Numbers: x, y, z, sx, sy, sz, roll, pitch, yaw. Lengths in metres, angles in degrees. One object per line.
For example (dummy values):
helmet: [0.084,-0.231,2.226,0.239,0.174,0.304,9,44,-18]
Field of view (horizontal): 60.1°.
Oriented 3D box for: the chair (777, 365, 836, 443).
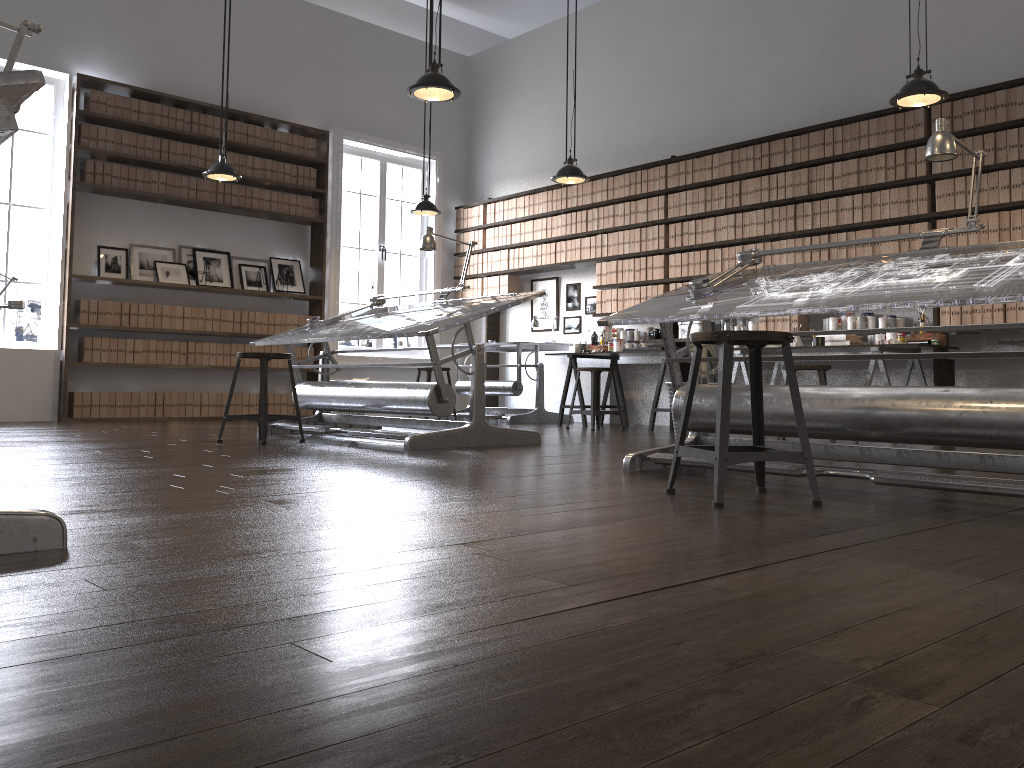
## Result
chair: [1.971,0.139,5.929,0.371,0.529,0.357,0,-2,21]

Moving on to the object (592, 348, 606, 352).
object: [0.787,-0.300,8.090,0.132,0.051,0.197,1,0,-13]

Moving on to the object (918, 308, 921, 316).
object: [2.825,-0.450,6.123,0.007,0.214,0.055,3,-4,-35]

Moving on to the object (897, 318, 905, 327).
object: [2.865,-0.435,6.531,0.062,0.096,0.061,1,-2,-10]

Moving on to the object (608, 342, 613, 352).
object: [0.910,-0.329,8.178,0.049,0.112,0.049,-2,-4,44]

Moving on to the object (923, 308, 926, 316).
object: [2.835,-0.438,6.107,0.008,0.187,0.071,1,-3,0]

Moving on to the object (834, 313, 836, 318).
object: [2.533,-0.473,6.912,0.009,0.169,0.041,3,-4,-39]

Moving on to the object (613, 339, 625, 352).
object: [0.984,-0.342,8.156,0.105,0.142,0.104,-1,-3,40]

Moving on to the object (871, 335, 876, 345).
object: [2.631,-0.307,6.413,0.063,0.094,0.062,1,-2,-1]

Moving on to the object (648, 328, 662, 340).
object: [1.314,-0.457,8.160,0.091,0.109,0.170,3,-2,-42]

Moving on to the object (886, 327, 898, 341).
object: [2.699,-0.326,6.253,0.104,0.142,0.105,2,-3,-34]

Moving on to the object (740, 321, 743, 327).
object: [1.943,-0.467,7.453,0.041,0.125,0.008,-1,-4,37]

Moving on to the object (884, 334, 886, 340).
object: [2.682,-0.307,6.384,0.044,0.101,0.045,3,-4,-42]

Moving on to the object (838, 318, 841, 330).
object: [2.517,-0.448,6.847,0.044,0.128,0.045,3,-4,-42]

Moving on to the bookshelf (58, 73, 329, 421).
bookshelf: [-2.998,-0.806,8.512,2.470,3.734,0.412,3,-4,-42]

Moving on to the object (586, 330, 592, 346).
object: [0.727,-0.396,8.436,0.069,0.238,0.068,-2,-4,45]

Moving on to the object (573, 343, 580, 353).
object: [0.617,-0.332,8.427,0.068,0.105,0.068,3,-3,-37]

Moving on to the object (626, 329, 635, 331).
object: [1.135,-0.462,8.489,0.094,0.128,0.094,1,-2,-12]

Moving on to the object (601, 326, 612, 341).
object: [0.918,-0.493,8.563,0.107,0.177,0.106,3,-3,-40]

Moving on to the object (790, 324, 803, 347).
object: [2.223,-0.364,6.930,0.101,0.210,0.101,1,-3,3]

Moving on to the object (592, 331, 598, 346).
object: [0.790,-0.391,8.492,0.069,0.230,0.068,-2,-4,45]

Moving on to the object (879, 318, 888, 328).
object: [2.730,-0.437,6.510,0.062,0.096,0.061,1,-2,-10]

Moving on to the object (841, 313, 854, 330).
object: [2.583,-0.463,6.822,0.095,0.162,0.094,-2,-3,44]

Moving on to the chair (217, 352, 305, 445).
chair: [-1.451,0.085,5.170,0.358,0.529,0.371,0,-3,26]

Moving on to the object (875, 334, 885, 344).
object: [2.635,-0.308,6.343,0.062,0.095,0.061,1,-2,8]

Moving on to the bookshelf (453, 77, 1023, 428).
bookshelf: [2.517,-0.474,6.979,0.373,3.215,9.171,4,-2,-42]

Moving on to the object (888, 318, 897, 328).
object: [2.796,-0.435,6.516,0.062,0.095,0.063,1,-2,-10]

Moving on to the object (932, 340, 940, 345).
object: [2.840,-0.277,5.938,0.049,0.037,0.049,2,-2,-38]

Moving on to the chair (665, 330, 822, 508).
chair: [0.717,0.105,2.776,0.358,0.529,0.371,1,-2,-14]

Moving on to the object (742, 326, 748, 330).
object: [1.986,-0.441,7.510,0.062,0.094,0.063,0,-2,10]

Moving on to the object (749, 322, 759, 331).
object: [2.022,-0.455,7.388,0.094,0.128,0.095,2,-3,-35]

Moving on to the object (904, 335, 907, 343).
object: [2.779,-0.299,6.200,0.059,0.089,0.060,3,-3,-37]

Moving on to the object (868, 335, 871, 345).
object: [2.636,-0.307,6.479,0.062,0.095,0.061,1,-2,-1]

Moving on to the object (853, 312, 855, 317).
object: [2.613,-0.472,6.750,0.029,0.169,0.004,2,-3,-20]

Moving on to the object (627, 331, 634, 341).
object: [1.118,-0.450,8.362,0.062,0.094,0.063,-1,-3,34]

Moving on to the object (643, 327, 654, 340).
object: [1.264,-0.451,8.261,0.107,0.162,0.235,0,-1,14]

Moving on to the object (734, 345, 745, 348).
object: [1.882,-0.344,7.121,0.283,0.161,0.203,2,-2,-42]

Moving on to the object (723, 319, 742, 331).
object: [1.896,-0.532,7.592,0.181,0.272,0.156,-1,-3,32]

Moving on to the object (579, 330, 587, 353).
object: [0.674,-0.393,8.388,0.069,0.230,0.068,-2,-4,45]

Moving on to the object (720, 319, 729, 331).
object: [1.858,-0.483,7.747,0.079,0.189,0.078,-1,-3,27]

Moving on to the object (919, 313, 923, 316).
object: [2.825,-0.424,6.110,0.038,0.154,0.008,0,-3,7]

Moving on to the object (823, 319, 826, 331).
object: [2.472,-0.448,6.942,0.062,0.119,0.061,1,-3,-1]

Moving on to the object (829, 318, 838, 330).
object: [2.471,-0.449,6.805,0.062,0.119,0.061,0,-3,8]

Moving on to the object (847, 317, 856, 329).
object: [2.571,-0.448,6.700,0.062,0.119,0.061,0,-3,16]

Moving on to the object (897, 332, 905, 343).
object: [2.715,-0.312,6.177,0.049,0.112,0.049,3,-4,-38]

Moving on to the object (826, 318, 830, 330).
object: [2.467,-0.448,6.875,0.063,0.118,0.062,1,-3,-1]

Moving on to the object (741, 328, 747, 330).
object: [2.003,-0.438,7.466,0.181,0.094,0.062,1,-2,-28]

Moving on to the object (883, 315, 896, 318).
object: [2.831,-0.447,6.639,0.094,0.130,0.094,-1,-3,35]

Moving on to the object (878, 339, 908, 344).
object: [2.615,-0.283,6.062,0.197,0.051,0.132,1,-1,19]

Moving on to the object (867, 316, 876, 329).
object: [2.701,-0.446,6.658,0.062,0.119,0.061,0,-3,16]

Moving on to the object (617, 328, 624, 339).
object: [1.042,-0.474,8.535,0.070,0.131,0.070,1,-3,-4]

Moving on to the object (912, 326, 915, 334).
object: [2.794,-0.333,6.180,0.005,0.148,0.033,4,-4,-43]

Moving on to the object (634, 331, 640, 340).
object: [1.177,-0.450,8.330,0.062,0.095,0.061,-1,-3,34]

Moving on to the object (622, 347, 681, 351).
object: [1.206,-0.289,7.551,0.311,0.033,0.445,1,0,-42]

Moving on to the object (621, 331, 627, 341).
object: [1.061,-0.451,8.403,0.062,0.095,0.061,-1,-3,34]

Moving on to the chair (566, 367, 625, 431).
chair: [0.702,0.127,7.441,0.358,0.529,0.371,2,-3,-34]

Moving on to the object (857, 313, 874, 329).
object: [2.677,-0.462,6.734,0.205,0.162,0.094,2,-3,-40]

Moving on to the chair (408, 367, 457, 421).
chair: [-0.740,0.110,8.308,0.358,0.529,0.371,2,-3,-34]

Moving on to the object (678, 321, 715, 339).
object: [1.636,-0.474,7.862,0.192,0.153,0.317,2,-1,-43]
